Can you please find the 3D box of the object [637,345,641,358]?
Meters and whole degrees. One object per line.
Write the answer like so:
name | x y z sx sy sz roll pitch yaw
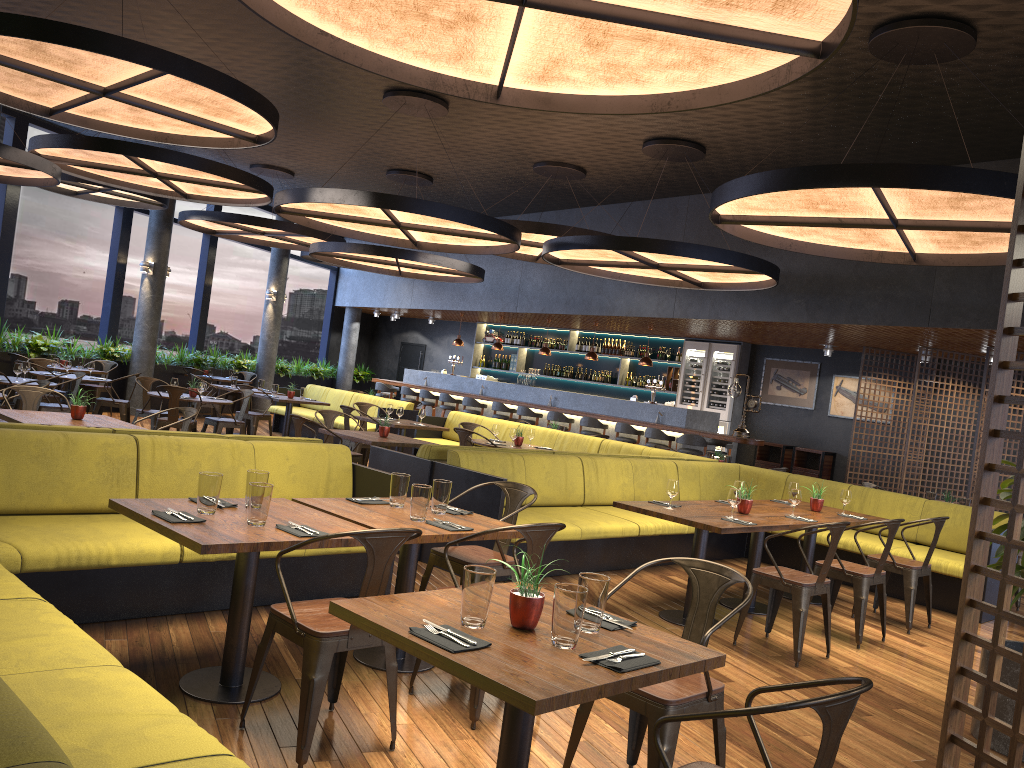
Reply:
object | 2.506 -0.639 17.429 0.063 0.254 0.063 8 1 42

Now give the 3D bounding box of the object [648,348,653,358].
object | 2.684 -0.590 17.265 0.097 0.206 0.097 8 0 13

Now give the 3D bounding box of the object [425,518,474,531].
object | -0.325 0.696 4.414 0.255 0.019 0.157 8 1 44

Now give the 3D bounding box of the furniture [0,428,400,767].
furniture | -0.811 0.957 3.468 4.755 0.916 3.378 8 1 45

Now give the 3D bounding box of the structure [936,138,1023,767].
structure | 1.291 0.354 1.831 0.050 2.700 0.852 8 1 -15

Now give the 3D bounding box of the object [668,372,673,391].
object | 3.047 -0.044 16.903 0.091 0.369 0.092 8 0 14

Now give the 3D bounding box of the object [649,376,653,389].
object | 2.712 -0.025 17.213 0.063 0.254 0.063 8 0 8

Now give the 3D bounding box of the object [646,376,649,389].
object | 2.641 -0.036 17.320 0.063 0.254 0.063 8 1 -17

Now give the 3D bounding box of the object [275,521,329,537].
object | -0.912 0.622 3.818 0.255 0.019 0.157 8 1 44

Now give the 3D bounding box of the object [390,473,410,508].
object | -0.609 0.574 4.770 0.102 0.178 0.102 8 0 -10

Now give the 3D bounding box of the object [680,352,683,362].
object | 3.239 -0.548 16.815 0.079 0.281 0.079 8 0 14

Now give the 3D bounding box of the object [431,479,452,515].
object | -0.381 0.605 4.733 0.102 0.178 0.102 8 1 30

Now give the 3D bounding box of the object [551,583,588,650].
object | 0.166 0.696 2.655 0.102 0.178 0.102 8 0 -10

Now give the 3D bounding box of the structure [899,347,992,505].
structure | 6.065 0.907 12.371 1.319 2.700 0.050 8 1 -15

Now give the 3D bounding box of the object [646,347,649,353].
object | 2.662 -0.618 17.416 0.063 0.254 0.063 8 1 32

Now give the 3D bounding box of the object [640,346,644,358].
object | 2.580 -0.630 17.496 0.063 0.254 0.063 8 0 7

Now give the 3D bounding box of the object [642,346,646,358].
object | 2.597 -0.626 17.349 0.063 0.254 0.063 8 1 17

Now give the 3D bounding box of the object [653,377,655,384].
object | 2.764 -0.019 17.278 0.063 0.254 0.063 7 1 -37

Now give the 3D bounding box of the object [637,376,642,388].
object | 2.501 -0.040 17.368 0.088 0.224 0.088 8 0 14

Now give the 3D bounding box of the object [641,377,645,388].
object | 2.589 -0.029 17.435 0.088 0.224 0.088 8 1 39

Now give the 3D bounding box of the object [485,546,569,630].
object | 0.057 0.633 2.811 0.238 0.271 0.260 7 1 -24

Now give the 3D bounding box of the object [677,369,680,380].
object | 3.170 -0.185 16.800 0.097 0.206 0.097 8 0 -5

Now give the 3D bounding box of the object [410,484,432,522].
object | -0.462 0.597 4.438 0.102 0.178 0.102 8 1 30

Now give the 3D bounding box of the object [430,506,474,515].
object | -0.317 0.693 4.882 0.255 0.019 0.157 8 1 44

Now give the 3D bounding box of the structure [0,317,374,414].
structure | -6.485 -0.170 16.612 0.808 1.413 17.112 8 1 20

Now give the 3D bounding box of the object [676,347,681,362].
object | 3.172 -0.558 16.881 0.079 0.281 0.079 7 1 -36

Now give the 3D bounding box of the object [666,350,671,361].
object | 2.990 -0.546 16.982 0.097 0.206 0.097 8 0 13

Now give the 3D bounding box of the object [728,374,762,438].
object | 3.454 0.321 13.231 0.566 0.944 0.263 8 1 37

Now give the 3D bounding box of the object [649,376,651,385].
object | 2.694 -0.029 17.385 0.063 0.254 0.063 8 0 8

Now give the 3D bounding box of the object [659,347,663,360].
object | 2.878 -0.586 17.039 0.063 0.254 0.063 8 1 -17

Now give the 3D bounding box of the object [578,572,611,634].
object | 0.255 0.706 2.854 0.102 0.178 0.102 8 1 30

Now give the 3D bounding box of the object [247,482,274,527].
object | -1.086 0.518 3.804 0.102 0.178 0.102 8 1 30

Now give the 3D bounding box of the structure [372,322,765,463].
structure | 1.191 0.211 17.030 9.298 2.700 2.700 8 1 45

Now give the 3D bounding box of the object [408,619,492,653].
object | -0.195 0.729 2.589 0.255 0.019 0.157 8 1 44

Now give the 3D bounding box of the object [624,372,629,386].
object | 2.294 -0.099 17.692 0.079 0.281 0.079 7 1 -41

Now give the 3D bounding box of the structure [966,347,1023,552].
structure | 6.376 0.958 11.209 1.319 2.700 0.050 8 1 -15

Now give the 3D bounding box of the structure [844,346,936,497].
structure | 5.753 0.855 13.533 1.319 2.700 0.050 8 1 -15

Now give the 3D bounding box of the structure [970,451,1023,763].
structure | 2.900 1.022 4.453 0.993 1.763 1.166 8 1 15

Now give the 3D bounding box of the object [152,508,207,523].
object | -1.423 0.553 3.762 0.255 0.019 0.157 8 1 44

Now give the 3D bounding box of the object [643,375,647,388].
object | 2.590 -0.042 17.259 0.063 0.254 0.063 7 1 -42

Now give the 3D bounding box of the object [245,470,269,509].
object | -1.203 0.499 4.167 0.102 0.178 0.102 8 0 -10

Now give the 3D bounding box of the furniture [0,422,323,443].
furniture | -4.066 0.492 6.737 4.503 0.914 3.372 8 1 45

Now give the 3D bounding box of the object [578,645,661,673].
object | 0.303 0.796 2.580 0.157 0.019 0.255 8 1 44

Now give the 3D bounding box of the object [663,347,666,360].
object | 2.938 -0.578 17.121 0.063 0.254 0.063 8 0 8

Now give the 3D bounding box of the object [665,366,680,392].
object | 3.102 -0.083 16.851 0.300 0.475 0.161 8 1 44

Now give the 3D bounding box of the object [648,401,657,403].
object | 2.744 0.579 17.180 0.310 0.492 0.204 8 1 45

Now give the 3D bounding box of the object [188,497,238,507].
object | -1.392 0.554 4.161 0.255 0.019 0.157 8 1 44

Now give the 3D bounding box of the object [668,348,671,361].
object | 3.041 -0.564 17.109 0.063 0.254 0.063 7 1 -37

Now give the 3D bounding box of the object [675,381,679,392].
object | 3.139 0.047 16.802 0.097 0.206 0.097 8 0 -5

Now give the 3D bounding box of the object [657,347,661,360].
object | 2.853 -0.590 17.149 0.063 0.254 0.063 8 0 -3

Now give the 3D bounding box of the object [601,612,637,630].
object | 0.319 0.794 3.003 0.255 0.019 0.157 8 1 44

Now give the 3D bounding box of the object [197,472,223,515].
object | -1.337 0.483 3.910 0.102 0.178 0.102 8 1 30

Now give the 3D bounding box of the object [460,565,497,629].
object | -0.110 0.658 2.737 0.102 0.178 0.102 8 0 -10

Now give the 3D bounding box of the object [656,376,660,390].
object | 2.828 -0.024 17.156 0.079 0.281 0.079 8 1 19

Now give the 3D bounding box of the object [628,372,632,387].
object | 2.359 -0.090 17.626 0.079 0.281 0.079 8 1 24

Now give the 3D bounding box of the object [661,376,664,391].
object | 2.895 -0.014 17.090 0.079 0.281 0.079 8 1 39

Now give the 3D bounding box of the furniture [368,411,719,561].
furniture | 0.350 1.064 9.314 7.462 0.914 4.895 8 1 40

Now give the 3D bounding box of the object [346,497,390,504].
object | -0.767 0.632 4.846 0.157 0.019 0.255 8 1 44

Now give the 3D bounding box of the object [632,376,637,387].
object | 2.418 -0.043 17.486 0.097 0.206 0.097 8 0 13
